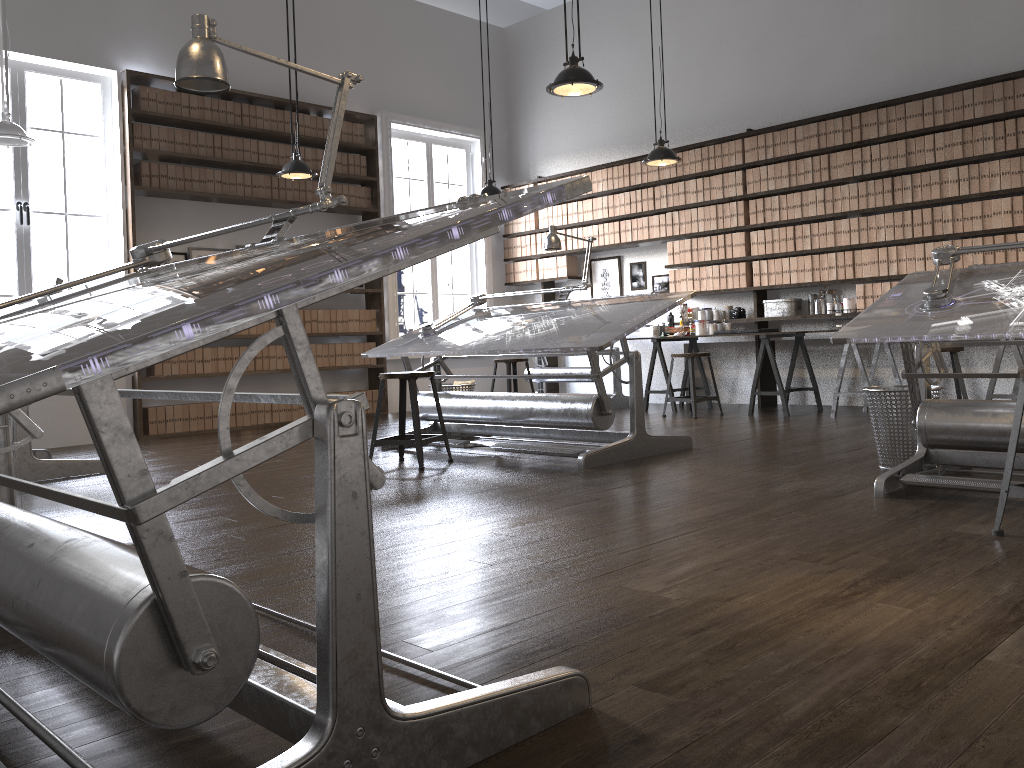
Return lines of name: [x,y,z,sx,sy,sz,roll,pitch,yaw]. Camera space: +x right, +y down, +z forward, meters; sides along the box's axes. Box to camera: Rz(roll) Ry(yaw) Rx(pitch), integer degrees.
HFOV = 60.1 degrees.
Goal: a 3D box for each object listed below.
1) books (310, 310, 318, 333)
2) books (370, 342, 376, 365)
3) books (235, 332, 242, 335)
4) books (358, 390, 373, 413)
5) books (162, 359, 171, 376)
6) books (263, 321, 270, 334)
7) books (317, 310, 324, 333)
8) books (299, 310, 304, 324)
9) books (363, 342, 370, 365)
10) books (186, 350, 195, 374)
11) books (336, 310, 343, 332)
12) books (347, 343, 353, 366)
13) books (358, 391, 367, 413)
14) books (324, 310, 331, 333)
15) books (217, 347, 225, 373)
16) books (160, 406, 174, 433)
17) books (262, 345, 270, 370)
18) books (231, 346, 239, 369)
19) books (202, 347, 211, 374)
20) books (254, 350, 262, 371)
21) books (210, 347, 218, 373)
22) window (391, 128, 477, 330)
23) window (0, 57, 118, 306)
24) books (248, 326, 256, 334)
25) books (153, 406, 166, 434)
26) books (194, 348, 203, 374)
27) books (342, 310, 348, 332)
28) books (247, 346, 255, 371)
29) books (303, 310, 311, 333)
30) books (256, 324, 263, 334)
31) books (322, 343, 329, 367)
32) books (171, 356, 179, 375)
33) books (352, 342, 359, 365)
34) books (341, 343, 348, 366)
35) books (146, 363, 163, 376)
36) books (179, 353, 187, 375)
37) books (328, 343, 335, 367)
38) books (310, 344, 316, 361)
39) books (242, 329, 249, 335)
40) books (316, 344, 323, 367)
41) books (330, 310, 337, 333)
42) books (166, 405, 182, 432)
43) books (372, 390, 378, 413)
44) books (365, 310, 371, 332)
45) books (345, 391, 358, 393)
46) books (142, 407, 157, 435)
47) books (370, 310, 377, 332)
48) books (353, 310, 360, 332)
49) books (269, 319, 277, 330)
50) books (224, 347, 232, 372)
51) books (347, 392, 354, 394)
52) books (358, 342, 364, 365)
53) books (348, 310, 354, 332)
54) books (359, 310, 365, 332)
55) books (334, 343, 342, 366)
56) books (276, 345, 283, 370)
books: [-1.934,-0.591,8.457,0.067,0.226,0.174,-2,0,-45]
books: [-1.446,-0.309,8.916,0.067,0.226,0.174,-2,0,-44]
books: [-2.487,-0.544,7.911,0.067,0.225,0.174,-2,0,-45]
books: [-1.476,0.177,8.870,0.067,0.225,0.174,-2,0,-45]
books: [-2.938,-0.183,7.445,0.067,0.226,0.174,-2,0,-45]
books: [-2.293,-0.561,8.105,0.067,0.226,0.174,-2,0,-45]
books: [-1.880,-0.595,8.504,0.067,0.226,0.174,-2,0,-45]
books: [-2.040,-0.582,8.353,0.067,0.225,0.174,-2,0,-45]
books: [-1.499,-0.304,8.869,0.067,0.226,0.174,-2,0,-45]
books: [-2.791,-0.196,7.598,0.067,0.226,0.174,-2,0,-44]
books: [-1.730,-0.608,8.649,0.067,0.226,0.174,-2,0,-45]
books: [-1.645,-0.292,8.724,0.067,0.225,0.174,-2,0,-45]
books: [-1.525,0.182,8.814,0.067,0.226,0.174,-2,0,-44]
books: [-1.832,-0.599,8.557,0.067,0.226,0.174,-2,0,-44]
books: [-2.593,-0.212,7.785,0.067,0.226,0.174,-2,0,-45]
books: [-2.915,0.298,7.448,0.067,0.226,0.174,-2,0,-44]
books: [-2.292,-0.238,8.091,0.067,0.225,0.174,-2,0,-45]
books: [-2.499,-0.220,7.886,0.067,0.226,0.174,-2,0,-44]
books: [-2.688,-0.204,7.696,0.067,0.225,0.174,-2,0,-44]
books: [-2.341,-0.233,8.035,0.067,0.226,0.174,-2,0,-44]
books: [-2.644,-0.208,7.742,0.067,0.225,0.174,-2,0,-44]
window: [-0.859,-1.528,9.509,1.246,2.310,0.153,-3,0,-44]
window: [-3.769,-1.283,6.816,1.484,2.498,0.153,-3,0,-44]
books: [-2.388,-0.552,8.003,0.067,0.226,0.174,-2,0,-44]
books: [-2.968,0.303,7.401,0.067,0.226,0.174,-2,0,-45]
books: [-2.738,-0.200,7.644,0.067,0.226,0.174,-2,0,-45]
books: [-1.685,-0.612,8.699,0.067,0.225,0.174,-2,0,-44]
books: [-2.398,-0.229,7.986,0.067,0.226,0.174,-2,0,-45]
books: [-1.984,-0.586,8.401,0.067,0.226,0.174,-2,0,-44]
books: [-2.341,-0.557,8.055,0.067,0.226,0.174,-2,0,-45]
books: [-1.843,-0.275,8.533,0.067,0.226,0.174,-2,0,-45]
books: [-2.889,-0.187,7.498,0.067,0.226,0.174,-2,0,-45]
books: [-1.594,-0.296,8.768,0.067,0.226,0.174,-2,0,-44]
books: [-1.688,-0.288,8.679,0.067,0.225,0.174,-2,0,-45]
books: [-2.990,-0.178,7.394,0.067,0.226,0.174,-2,0,-44]
books: [-2.842,-0.191,7.550,0.067,0.226,0.174,-2,0,-44]
books: [-1.792,-0.280,8.580,0.067,0.226,0.174,-2,0,-45]
books: [-1.939,-0.267,8.428,0.067,0.226,0.174,-2,0,-44]
books: [-2.441,-0.548,7.954,0.067,0.225,0.174,-2,0,-45]
books: [-1.890,-0.271,8.481,0.067,0.226,0.174,-2,0,-44]
books: [-1.782,-0.604,8.606,0.067,0.226,0.174,-2,0,-44]
books: [-2.864,0.294,7.500,0.067,0.225,0.174,-2,0,-45]
books: [-1.421,0.172,8.921,0.067,0.225,0.174,-2,0,-44]
books: [-1.495,-0.628,8.890,0.067,0.226,0.174,-2,0,-44]
books: [-1.583,0.186,8.765,0.067,0.226,0.174,-2,0,-45]
books: [-3.019,0.307,7.354,0.067,0.226,0.174,-2,0,-45]
books: [-1.444,-0.632,8.931,0.067,0.226,0.174,-2,0,-44]
books: [-1.591,-0.620,8.788,0.067,0.226,0.174,-2,0,-45]
books: [-2.240,-0.565,8.151,0.067,0.226,0.174,-2,0,-44]
books: [-2.549,-0.216,7.836,0.067,0.226,0.174,-2,0,-44]
books: [-1.630,0.190,8.712,0.067,0.226,0.174,-2,0,-45]
books: [-1.550,-0.300,8.819,0.067,0.226,0.174,-2,0,-45]
books: [-1.639,-0.615,8.742,0.067,0.225,0.174,-2,0,-44]
books: [-1.543,-0.624,8.840,0.067,0.226,0.174,-2,0,-44]
books: [-1.739,-0.284,8.627,0.067,0.226,0.174,-2,0,-44]
books: [-2.191,-0.246,8.185,0.067,0.226,0.174,-2,0,-45]
